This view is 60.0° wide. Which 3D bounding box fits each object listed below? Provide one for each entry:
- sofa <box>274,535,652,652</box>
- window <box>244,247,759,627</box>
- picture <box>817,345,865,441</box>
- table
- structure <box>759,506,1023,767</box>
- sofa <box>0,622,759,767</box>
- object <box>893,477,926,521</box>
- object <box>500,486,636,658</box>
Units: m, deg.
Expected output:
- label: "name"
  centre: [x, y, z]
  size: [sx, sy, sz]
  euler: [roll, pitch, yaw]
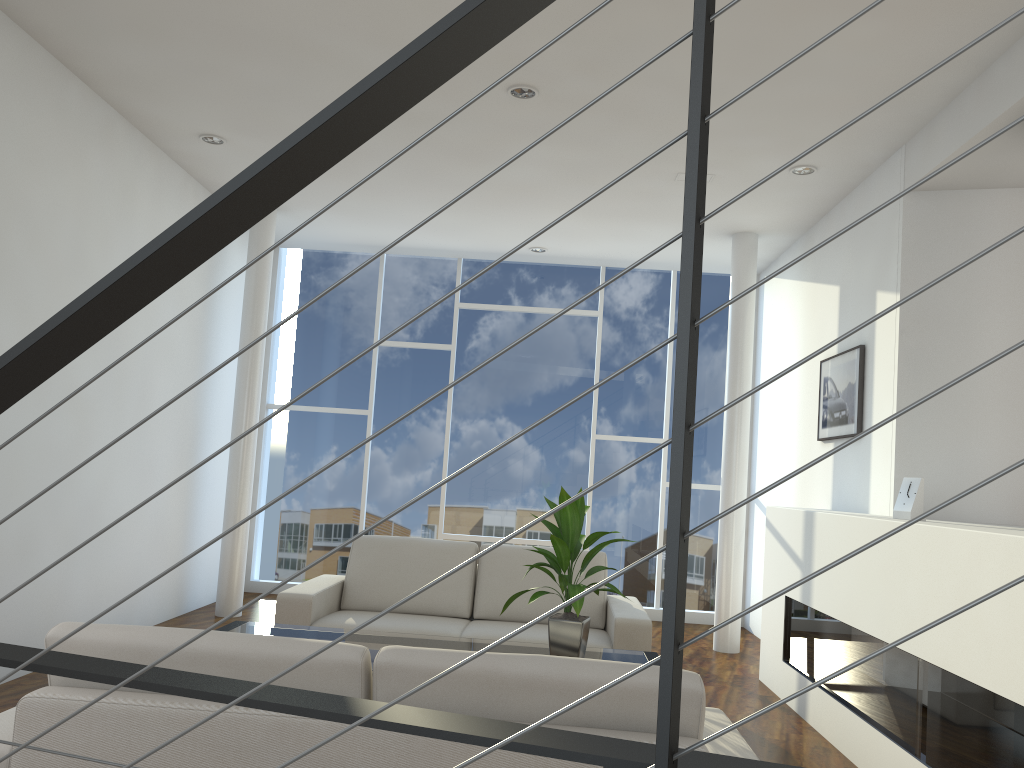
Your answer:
- label: "sofa"
  centre: [-0.195, 1.037, 4.113]
  size: [1.610, 0.564, 0.804]
  euler: [3, -5, 3]
- label: "window"
  centre: [0.041, -1.237, 6.259]
  size: [3.415, 5.623, 0.090]
  euler: [4, -4, 2]
- label: "picture"
  centre: [1.590, 0.058, 4.305]
  size: [0.020, 0.414, 0.576]
  euler: [4, -5, 2]
- label: "table"
  centre: [-0.283, 1.063, 3.027]
  size: [1.608, 0.284, 0.663]
  euler: [3, -6, 3]
- label: "structure"
  centre: [1.617, 0.229, 3.024]
  size: [0.750, 2.201, 2.756]
  euler: [4, -5, 2]
- label: "sofa"
  centre: [-0.272, 0.810, 1.984]
  size: [1.610, 0.564, 0.804]
  euler: [3, -5, 3]
- label: "object"
  centre: [1.418, 0.408, 3.159]
  size: [0.061, 0.151, 0.100]
  euler: [5, -5, -11]
- label: "object"
  centre: [0.215, 0.648, 3.000]
  size: [0.432, 0.600, 0.458]
  euler: [5, -5, -13]
